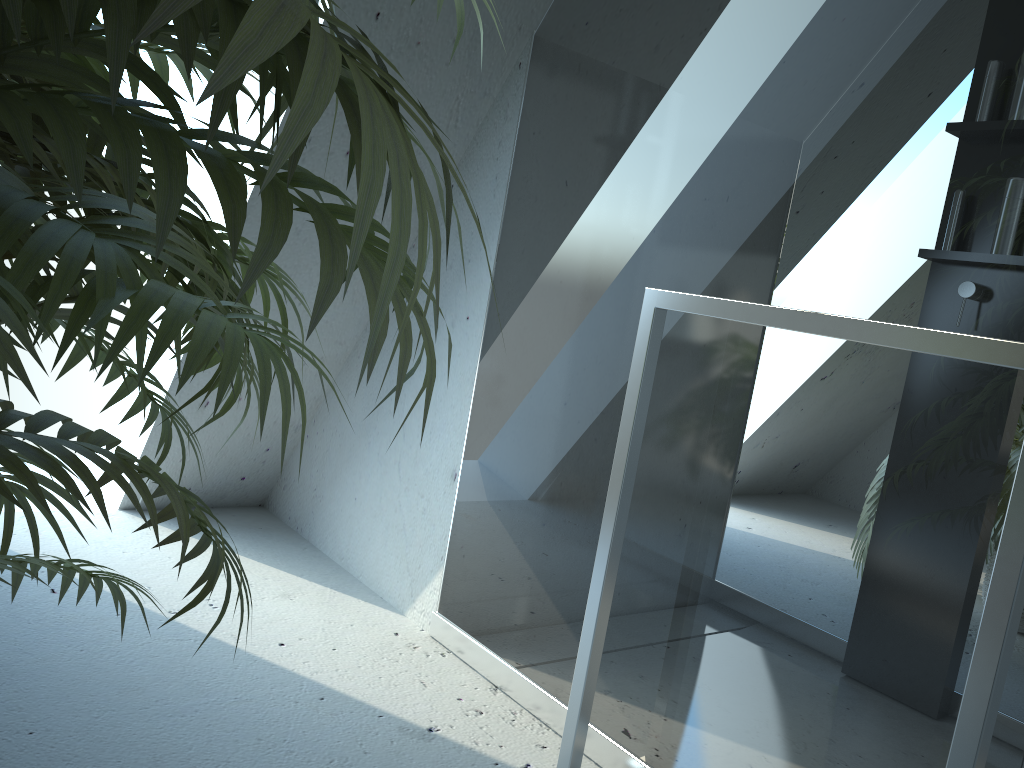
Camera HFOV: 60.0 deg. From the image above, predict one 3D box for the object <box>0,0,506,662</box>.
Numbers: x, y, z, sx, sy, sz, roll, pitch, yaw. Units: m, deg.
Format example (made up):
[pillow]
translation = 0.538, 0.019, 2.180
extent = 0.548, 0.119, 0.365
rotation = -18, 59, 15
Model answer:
[object]
translation = -0.429, -0.329, 0.559
extent = 1.020, 2.034, 0.980
rotation = 11, 6, 10

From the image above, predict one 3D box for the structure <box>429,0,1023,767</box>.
[structure]
translation = 0.872, -0.251, 1.496
extent = 1.184, 2.114, 1.835
rotation = 5, 8, -39
